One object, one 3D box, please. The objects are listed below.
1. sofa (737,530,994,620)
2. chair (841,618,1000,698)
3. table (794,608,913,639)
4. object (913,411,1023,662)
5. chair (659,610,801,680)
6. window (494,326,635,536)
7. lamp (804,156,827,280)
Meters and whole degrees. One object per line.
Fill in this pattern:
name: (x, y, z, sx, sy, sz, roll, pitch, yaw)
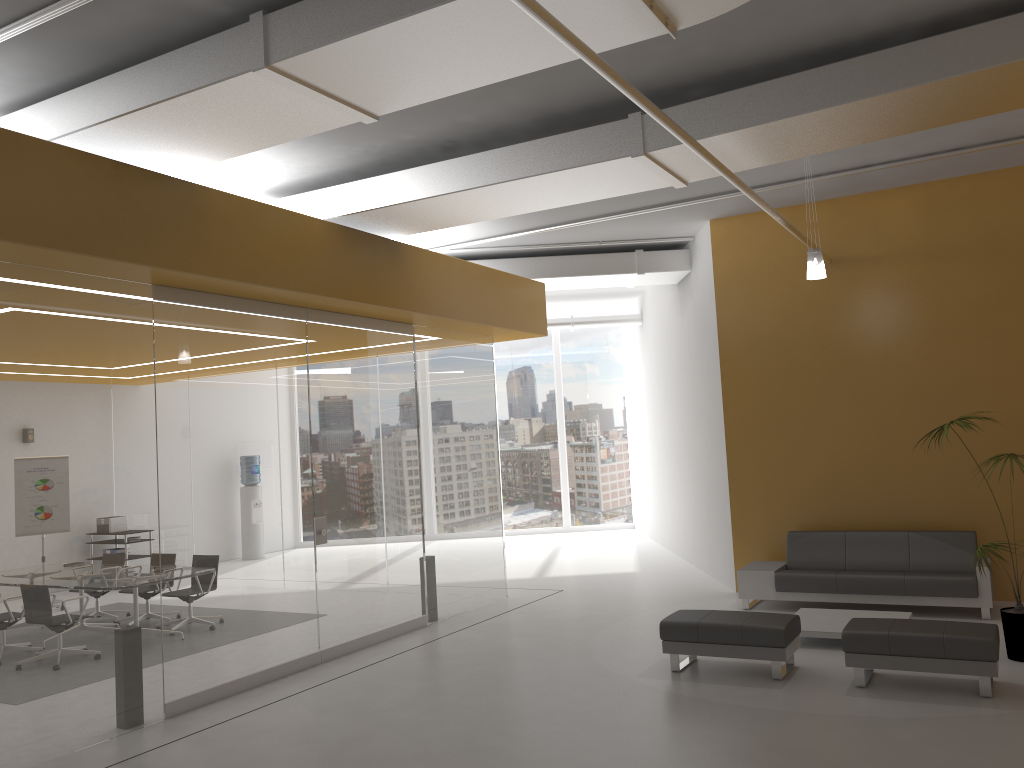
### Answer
sofa: (3.640, 1.954, 9.253, 2.400, 0.761, 0.860, -5, -4, 29)
chair: (2.984, 1.970, 6.461, 1.012, 0.423, 0.575, -5, -4, 29)
table: (3.023, 2.210, 8.001, 1.000, 0.150, 1.000, -5, -4, 29)
object: (3.875, 1.191, 7.055, 0.912, 1.956, 1.222, -2, -4, -20)
chair: (1.770, 2.086, 7.165, 1.012, 0.423, 0.575, -5, -4, 29)
window: (-0.381, 0.948, 18.718, 8.533, 4.498, 0.100, -3, -4, -1)
lamp: (2.781, -1.588, 8.235, 0.174, 1.227, 0.174, -2, -4, -20)
